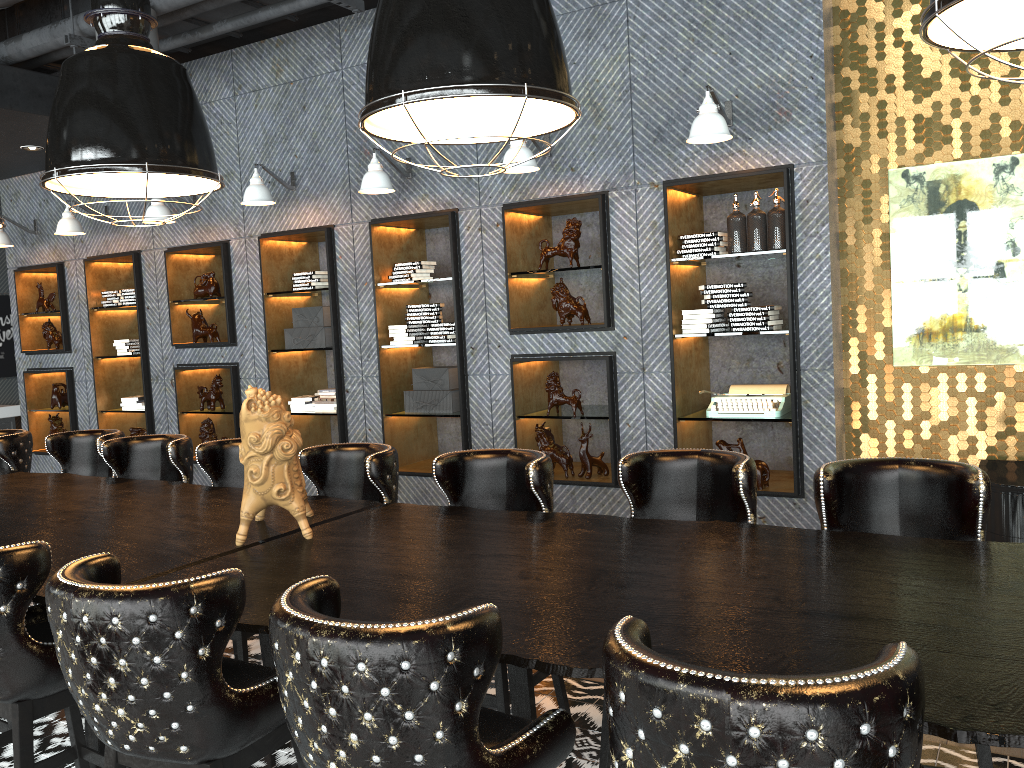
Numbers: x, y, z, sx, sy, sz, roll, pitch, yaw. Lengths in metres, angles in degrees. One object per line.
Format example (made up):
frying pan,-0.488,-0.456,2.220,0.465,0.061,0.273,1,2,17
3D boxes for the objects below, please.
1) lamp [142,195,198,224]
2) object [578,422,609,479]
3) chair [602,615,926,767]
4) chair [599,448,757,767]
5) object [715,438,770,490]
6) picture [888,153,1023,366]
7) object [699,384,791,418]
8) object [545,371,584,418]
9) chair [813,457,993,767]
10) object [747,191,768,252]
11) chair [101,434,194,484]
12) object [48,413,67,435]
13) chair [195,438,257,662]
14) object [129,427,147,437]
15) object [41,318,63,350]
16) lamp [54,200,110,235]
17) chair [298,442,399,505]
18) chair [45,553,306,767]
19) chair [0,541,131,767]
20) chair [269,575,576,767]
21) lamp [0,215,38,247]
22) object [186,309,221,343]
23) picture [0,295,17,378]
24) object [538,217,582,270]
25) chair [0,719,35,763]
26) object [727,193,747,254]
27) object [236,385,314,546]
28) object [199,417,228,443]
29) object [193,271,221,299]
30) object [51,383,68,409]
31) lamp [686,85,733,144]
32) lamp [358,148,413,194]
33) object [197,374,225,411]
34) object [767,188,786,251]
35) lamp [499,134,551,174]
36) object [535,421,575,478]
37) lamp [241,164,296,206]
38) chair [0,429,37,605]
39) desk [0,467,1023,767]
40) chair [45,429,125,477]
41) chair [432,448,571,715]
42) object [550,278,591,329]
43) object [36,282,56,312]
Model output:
lamp,-2.688,-1.424,7.032,0.490,0.287,0.244,-7,6,-43
object,0.516,0.423,5.724,0.198,0.358,0.116,-5,4,-29
chair,0.448,0.938,1.528,0.504,1.091,0.568,-1,4,25
chair,0.602,0.807,3.108,0.504,1.091,0.568,-1,5,32
object,1.338,0.463,5.179,0.341,0.303,0.165,0,5,36
picture,2.753,-0.638,4.459,1.574,1.072,0.022,-1,5,31
object,1.389,0.097,5.341,0.535,0.149,0.485,-1,5,29
object,0.330,0.062,5.697,0.256,0.294,0.135,0,5,39
chair,1.193,0.806,2.703,0.504,1.091,0.568,-1,4,23
object,1.387,-0.917,5.022,0.109,0.349,0.109,-2,4,16
chair,-1.893,0.833,4.543,0.504,1.091,0.568,-2,4,21
object,-4.361,0.465,8.581,0.269,0.362,0.170,-1,4,24
chair,-1.287,0.828,4.182,0.504,1.091,0.568,-1,4,26
object,-3.359,0.504,8.113,0.314,0.251,0.157,-7,6,-43
object,-4.383,-0.468,8.498,0.236,0.329,0.155,0,5,36
lamp,-3.680,-1.433,7.622,0.490,0.287,0.244,-7,6,-43
chair,-0.736,0.829,3.779,0.504,1.091,0.568,0,5,39
chair,-0.781,0.955,2.181,0.504,1.091,0.568,-1,5,29
chair,-1.409,0.958,2.585,0.504,1.091,0.568,0,5,35
chair,-0.178,0.947,1.851,0.504,1.091,0.568,0,5,35
lamp,-4.610,-1.414,8.178,0.490,0.287,0.244,-7,6,-43
object,-2.565,-0.481,7.393,0.324,0.309,0.154,0,5,36
picture,-8.133,-0.418,9.971,0.200,1.102,12.475,-1,5,31
object,0.309,-0.898,5.682,0.292,0.325,0.152,-1,5,29
chair,-2.015,0.962,2.958,0.504,1.091,0.568,-1,5,34
object,1.287,-0.916,5.081,0.109,0.349,0.109,-4,4,-14
object,-0.821,0.260,3.097,0.249,0.545,0.475,-4,4,-6
object,-2.487,0.477,7.428,0.338,0.387,0.177,0,5,39
object,-2.542,-0.818,7.363,0.278,0.222,0.139,-1,5,30
object,-4.372,0.109,8.609,0.126,0.249,0.253,-3,4,6
lamp,1.124,-1.446,4.760,0.490,0.287,0.244,-7,6,-43
lamp,-0.809,-1.421,5.913,0.490,0.287,0.244,-7,6,-43
object,-2.546,0.072,7.461,0.317,0.306,0.143,-1,4,26
object,1.485,-0.918,4.961,0.109,0.349,0.109,-3,4,1
lamp,0.127,-1.428,5.356,0.490,0.287,0.244,-7,6,-43
object,0.278,0.431,5.830,0.266,0.359,0.168,-1,4,24
lamp,-1.748,-1.457,6.469,0.490,0.287,0.244,-7,6,-43
chair,-3.125,0.845,5.266,0.504,1.091,0.568,0,5,40
desk,-0.796,0.984,3.024,7.594,0.926,1.434,-1,5,31
chair,-2.433,0.829,4.974,0.504,1.091,0.568,-1,4,27
chair,-0.093,0.825,3.371,0.504,1.091,0.568,-1,5,32
object,0.376,-0.515,5.675,0.242,0.337,0.159,0,5,36
object,-4.441,-0.834,8.454,0.290,0.290,0.097,-1,5,29
